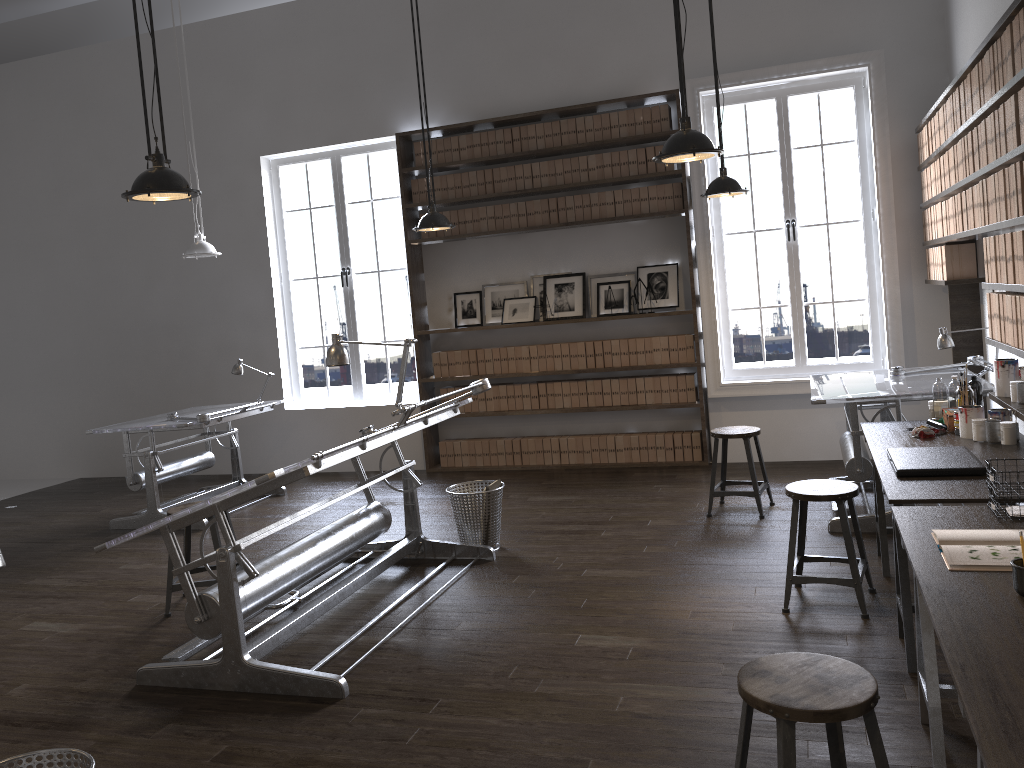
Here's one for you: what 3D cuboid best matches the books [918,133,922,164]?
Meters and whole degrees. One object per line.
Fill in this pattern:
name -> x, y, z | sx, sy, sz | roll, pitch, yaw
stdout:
books -> 2.999, -1.686, 6.308 | 0.174, 0.225, 0.067 | -4, 3, 19

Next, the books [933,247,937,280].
books -> 2.966, -0.823, 6.016 | 0.174, 0.225, 0.067 | -4, 3, 19

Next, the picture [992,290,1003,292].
picture -> 2.881, -0.518, 5.210 | 0.040, 0.573, 0.417 | -4, 4, 19

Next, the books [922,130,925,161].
books -> 2.962, -1.670, 6.171 | 0.174, 0.225, 0.067 | -4, 3, 19

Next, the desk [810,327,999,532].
desk -> 2.371, 0.207, 5.321 | 1.070, 1.095, 1.274 | -4, 4, 19

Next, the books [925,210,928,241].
books -> 3.036, -1.133, 6.277 | 0.174, 0.225, 0.067 | -4, 3, 19

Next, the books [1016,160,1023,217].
books -> 2.139, -0.793, 3.563 | 0.174, 0.225, 0.067 | -4, 3, 19

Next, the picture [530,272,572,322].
picture -> 0.344, -0.750, 7.658 | 0.369, 0.405, 0.091 | -4, 3, 19

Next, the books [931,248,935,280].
books -> 2.986, -0.831, 6.085 | 0.174, 0.225, 0.067 | -4, 3, 19

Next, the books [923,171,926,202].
books -> 3.002, -1.402, 6.244 | 0.174, 0.225, 0.067 | -4, 3, 19

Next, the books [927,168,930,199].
books -> 2.943, -1.378, 6.056 | 0.174, 0.225, 0.067 | -4, 3, 19

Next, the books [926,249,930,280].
books -> 3.073, -0.864, 6.346 | 0.174, 0.225, 0.067 | -4, 3, 19

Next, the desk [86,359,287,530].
desk -> -2.406, 0.419, 6.984 | 1.170, 1.186, 1.274 | -4, 4, 19

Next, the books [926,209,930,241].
books -> 3.009, -1.124, 6.211 | 0.174, 0.225, 0.067 | -4, 3, 19

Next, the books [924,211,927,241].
books -> 3.058, -1.141, 6.344 | 0.174, 0.225, 0.067 | -4, 3, 19

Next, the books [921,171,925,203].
books -> 3.023, -1.410, 6.313 | 0.174, 0.225, 0.067 | -4, 3, 19

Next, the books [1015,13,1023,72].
books -> 2.034, -1.314, 3.387 | 0.174, 0.225, 0.067 | -4, 3, 19

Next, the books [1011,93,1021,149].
books -> 2.109, -1.058, 3.549 | 0.174, 0.225, 0.067 | -4, 3, 19

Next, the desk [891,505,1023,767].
desk -> 1.354, 0.826, 2.102 | 0.655, 0.667, 1.676 | -4, 5, 19

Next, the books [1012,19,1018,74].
books -> 2.058, -1.322, 3.445 | 0.174, 0.225, 0.067 | -4, 3, 19

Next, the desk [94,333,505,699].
desk -> -0.817, 0.427, 4.430 | 1.075, 1.383, 2.290 | -4, 5, 19

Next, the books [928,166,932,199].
books -> 2.921, -1.370, 5.989 | 0.174, 0.225, 0.067 | -4, 3, 19

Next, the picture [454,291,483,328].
picture -> -0.389, -0.667, 7.923 | 0.266, 0.314, 0.058 | -4, 3, 19

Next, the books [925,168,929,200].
books -> 2.958, -1.386, 6.122 | 0.174, 0.225, 0.067 | -4, 3, 19

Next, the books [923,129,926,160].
books -> 2.938, -1.661, 6.106 | 0.174, 0.225, 0.067 | -4, 3, 19

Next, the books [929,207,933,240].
books -> 2.963, -1.107, 6.073 | 0.174, 0.225, 0.067 | -4, 3, 19

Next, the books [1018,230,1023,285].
books -> 2.155, -0.517, 3.574 | 0.174, 0.225, 0.067 | -4, 3, 19

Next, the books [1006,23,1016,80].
books -> 2.082, -1.332, 3.531 | 0.174, 0.225, 0.067 | -4, 3, 19

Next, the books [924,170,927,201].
books -> 2.984, -1.394, 6.184 | 0.174, 0.225, 0.067 | -4, 3, 19

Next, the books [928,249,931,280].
books -> 3.055, -0.856, 6.274 | 0.174, 0.225, 0.067 | -4, 3, 19

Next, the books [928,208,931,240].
books -> 2.992, -1.116, 6.142 | 0.174, 0.225, 0.067 | -4, 3, 19

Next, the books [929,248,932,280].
books -> 3.032, -0.848, 6.212 | 0.174, 0.225, 0.067 | -4, 3, 19

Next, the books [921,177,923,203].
books -> 3.048, -1.419, 6.378 | 0.174, 0.225, 0.067 | -4, 3, 19

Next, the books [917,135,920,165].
books -> 3.022, -1.695, 6.377 | 0.174, 0.225, 0.067 | -4, 3, 19

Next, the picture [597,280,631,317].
picture -> 0.857, -0.716, 7.444 | 0.289, 0.290, 0.127 | -4, 3, 19

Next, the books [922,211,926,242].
books -> 3.073, -1.149, 6.410 | 0.174, 0.225, 0.067 | -4, 3, 19

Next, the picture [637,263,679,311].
picture -> 1.208, -0.805, 7.334 | 0.342, 0.363, 0.161 | -4, 3, 19

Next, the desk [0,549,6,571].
desk -> -1.867, 0.825, 1.254 | 1.075, 1.383, 2.078 | -4, 5, 19

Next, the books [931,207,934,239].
books -> 2.945, -1.098, 6.001 | 0.174, 0.225, 0.067 | -4, 3, 19

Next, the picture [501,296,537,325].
picture -> 0.061, -0.636, 7.676 | 0.299, 0.228, 0.145 | -4, 4, 19

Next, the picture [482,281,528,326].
picture -> -0.062, -0.707, 7.791 | 0.415, 0.364, 0.083 | -4, 3, 19

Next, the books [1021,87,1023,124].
books -> 2.060, -1.038, 3.388 | 0.174, 0.225, 0.067 | -4, 3, 19

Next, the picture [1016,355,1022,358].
picture -> 2.783, -0.236, 4.832 | 0.023, 0.183, 0.252 | -4, 5, 19

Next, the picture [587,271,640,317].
picture -> 0.855, -0.754, 7.485 | 0.433, 0.360, 0.095 | -4, 3, 19

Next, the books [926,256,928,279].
books -> 3.102, -0.873, 6.415 | 0.174, 0.225, 0.067 | -4, 3, 19

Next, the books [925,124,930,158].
books -> 2.892, -1.644, 5.971 | 0.174, 0.225, 0.067 | -4, 3, 19

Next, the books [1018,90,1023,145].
books -> 2.084, -1.046, 3.454 | 0.174, 0.225, 0.067 | -4, 3, 19

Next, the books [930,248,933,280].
books -> 3.008, -0.840, 6.154 | 0.174, 0.225, 0.067 | -4, 3, 19

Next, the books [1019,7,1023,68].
books -> 2.011, -1.306, 3.318 | 0.174, 0.225, 0.067 | -4, 3, 19

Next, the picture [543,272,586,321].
picture -> 0.447, -0.743, 7.569 | 0.373, 0.390, 0.149 | -4, 3, 19

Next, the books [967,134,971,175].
books -> 2.441, -1.182, 4.536 | 0.174, 0.225, 0.067 | -4, 3, 19

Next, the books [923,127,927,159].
books -> 2.912, -1.653, 6.040 | 0.174, 0.225, 0.067 | -4, 3, 19

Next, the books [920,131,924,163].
books -> 2.980, -1.678, 6.238 | 0.174, 0.225, 0.067 | -4, 3, 19

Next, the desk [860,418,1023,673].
desk -> 1.907, 0.617, 3.773 | 0.655, 0.667, 1.676 | -4, 5, 19
